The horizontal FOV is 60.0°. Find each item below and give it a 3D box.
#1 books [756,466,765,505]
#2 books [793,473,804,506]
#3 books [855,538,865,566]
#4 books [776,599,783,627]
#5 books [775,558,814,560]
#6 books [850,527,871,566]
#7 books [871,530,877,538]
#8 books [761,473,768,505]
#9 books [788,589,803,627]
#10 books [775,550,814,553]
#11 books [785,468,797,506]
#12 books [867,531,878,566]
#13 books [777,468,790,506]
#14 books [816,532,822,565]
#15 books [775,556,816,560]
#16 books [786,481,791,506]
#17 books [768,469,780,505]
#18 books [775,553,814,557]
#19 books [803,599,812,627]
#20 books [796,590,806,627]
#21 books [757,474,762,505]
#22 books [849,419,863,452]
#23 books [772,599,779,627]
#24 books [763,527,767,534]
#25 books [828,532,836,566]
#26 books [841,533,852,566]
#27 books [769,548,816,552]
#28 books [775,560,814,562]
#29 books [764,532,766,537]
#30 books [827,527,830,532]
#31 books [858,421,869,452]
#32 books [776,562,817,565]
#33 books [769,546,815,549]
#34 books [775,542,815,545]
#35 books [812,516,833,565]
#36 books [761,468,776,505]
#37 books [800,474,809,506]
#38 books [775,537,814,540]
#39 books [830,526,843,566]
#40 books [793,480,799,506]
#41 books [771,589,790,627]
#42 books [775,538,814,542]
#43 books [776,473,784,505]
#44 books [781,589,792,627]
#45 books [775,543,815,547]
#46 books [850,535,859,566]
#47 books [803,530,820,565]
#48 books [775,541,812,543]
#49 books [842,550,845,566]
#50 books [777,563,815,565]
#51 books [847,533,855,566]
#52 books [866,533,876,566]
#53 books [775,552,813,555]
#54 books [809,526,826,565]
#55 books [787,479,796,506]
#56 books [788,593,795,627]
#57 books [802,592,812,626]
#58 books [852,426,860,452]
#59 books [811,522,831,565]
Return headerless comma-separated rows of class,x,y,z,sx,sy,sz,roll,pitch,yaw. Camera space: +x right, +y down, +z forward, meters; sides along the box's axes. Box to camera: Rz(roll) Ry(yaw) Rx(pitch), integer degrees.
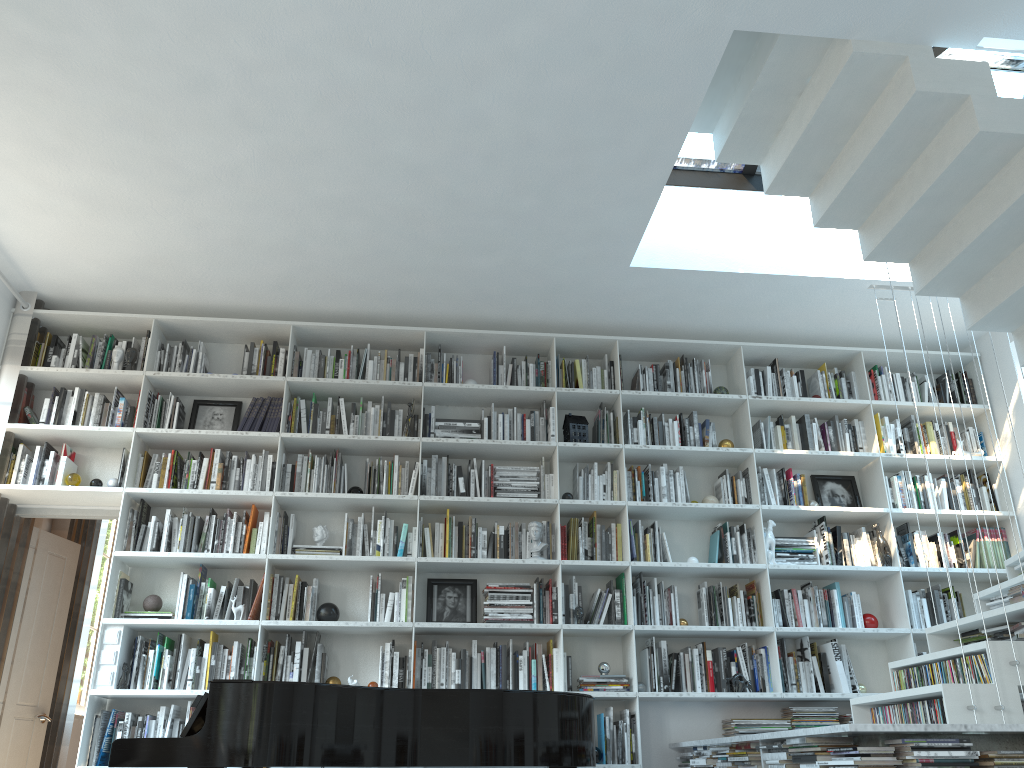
books,1.591,0.697,5.732,0.015,0.299,0.141,2,-23,-6
books,1.836,0.725,5.739,0.021,0.252,0.167,2,-23,-6
books,2.180,1.100,5.634,0.025,0.212,0.156,2,-23,-6
books,1.604,1.420,5.411,0.022,0.183,0.163,2,-23,-6
books,1.741,1.116,5.568,0.254,0.012,0.161,1,-24,-4
books,2.206,1.065,5.625,0.021,0.270,0.192,2,-23,-6
books,2.341,1.077,5.672,0.029,0.282,0.139,2,-23,-6
books,1.605,0.718,5.714,0.011,0.246,0.156,2,-23,-6
books,1.710,1.392,5.425,0.045,0.245,0.186,2,-23,-6
books,1.745,1.069,5.582,0.254,0.012,0.161,0,-24,-1
books,1.786,0.707,5.737,0.014,0.283,0.176,2,-23,-6
books,2.267,1.081,5.644,0.024,0.253,0.145,2,-23,-6
books,1.740,0.705,5.734,0.012,0.286,0.177,2,-23,-6
books,1.912,1.076,5.619,0.023,0.246,0.138,2,-23,-6
books,1.742,1.105,5.573,0.285,0.012,0.160,3,-24,-8
books,1.755,0.720,5.744,0.020,0.266,0.153,2,-23,-6
books,1.684,0.709,5.741,0.012,0.284,0.160,2,-23,-6
books,1.743,1.092,5.572,0.254,0.012,0.161,4,-24,-10
books,1.771,1.425,5.422,0.027,0.181,0.187,2,-24,-6
books,1.743,1.403,5.441,0.026,0.238,0.178,2,-23,-6
books,1.568,0.723,5.732,0.030,0.252,0.129,2,-23,-6
books,2.291,0.394,5.935,0.026,0.282,0.147,2,-23,-6
books,1.581,1.419,5.411,0.023,0.185,0.160,2,-23,-6
books,1.577,1.051,5.583,0.028,0.266,0.138,2,-23,-6
books,1.983,1.073,5.599,0.030,0.235,0.180,2,-23,-6
books,2.094,1.079,5.621,0.031,0.241,0.147,2,-23,-6
books,1.745,1.060,5.590,0.285,0.012,0.160,4,-24,-9
books,1.742,1.126,5.559,0.254,0.012,0.161,1,-24,-2
books,1.553,1.059,5.544,0.027,0.220,0.185,2,-23,-6
books,2.002,1.061,5.626,0.013,0.279,0.131,2,-23,-6
books,2.319,0.403,5.932,0.031,0.264,0.170,2,-23,-6
books,1.742,1.136,5.552,0.285,0.012,0.160,0,-24,-1
books,1.744,1.050,5.597,0.285,0.012,0.160,1,-24,-4
books,1.744,1.028,5.606,0.285,0.012,0.160,1,-24,-4
books,1.963,1.022,5.610,0.010,0.337,0.180,2,-23,-6
books,1.643,0.703,5.731,0.065,0.287,0.146,2,-23,-6
books,1.861,0.727,5.730,0.026,0.242,0.178,2,-23,-6
books,1.744,0.995,5.620,0.285,0.012,0.160,1,-24,-4
books,2.040,1.056,5.618,0.059,0.280,0.168,2,-23,-6
books,1.809,0.743,5.729,0.033,0.212,0.153,2,-23,-6
books,1.630,1.392,5.423,0.047,0.243,0.178,2,-23,-6
books,1.744,1.006,5.616,0.285,0.012,0.160,3,-24,-8
books,1.711,0.722,5.749,0.043,0.267,0.131,2,-23,-6
books,1.665,1.397,5.437,0.024,0.246,0.144,2,-23,-6
books,1.745,1.036,5.595,0.285,0.012,0.160,4,-24,-10
books,2.153,1.091,5.642,0.028,0.234,0.129,2,-23,-6
books,1.897,1.065,5.603,0.012,0.253,0.161,2,-23,-6
books,1.744,1.017,5.611,0.254,0.012,0.161,1,-24,-4
books,2.071,1.070,5.646,0.010,0.277,0.129,2,-23,-6
books,1.742,1.148,5.550,0.254,0.012,0.161,4,-24,-9
books,2.123,1.084,5.643,0.031,0.249,0.133,2,-23,-6
books,2.237,1.081,5.625,0.041,0.238,0.177,2,-23,-6
books,1.742,1.085,5.586,0.254,0.012,0.161,2,-24,-6
books,1.939,1.057,5.623,0.012,0.284,0.160,2,-23,-6
books,1.774,0.738,5.710,0.013,0.206,0.190,2,-23,-6
books,1.683,1.403,5.423,0.011,0.222,0.163,2,-23,-6
books,1.790,1.408,5.442,0.012,0.228,0.180,2,-23,-6
books,2.267,0.417,5.926,0.022,0.233,0.159,2,-23,-6
books,1.953,1.040,5.602,0.011,0.298,0.185,2,-23,-6
